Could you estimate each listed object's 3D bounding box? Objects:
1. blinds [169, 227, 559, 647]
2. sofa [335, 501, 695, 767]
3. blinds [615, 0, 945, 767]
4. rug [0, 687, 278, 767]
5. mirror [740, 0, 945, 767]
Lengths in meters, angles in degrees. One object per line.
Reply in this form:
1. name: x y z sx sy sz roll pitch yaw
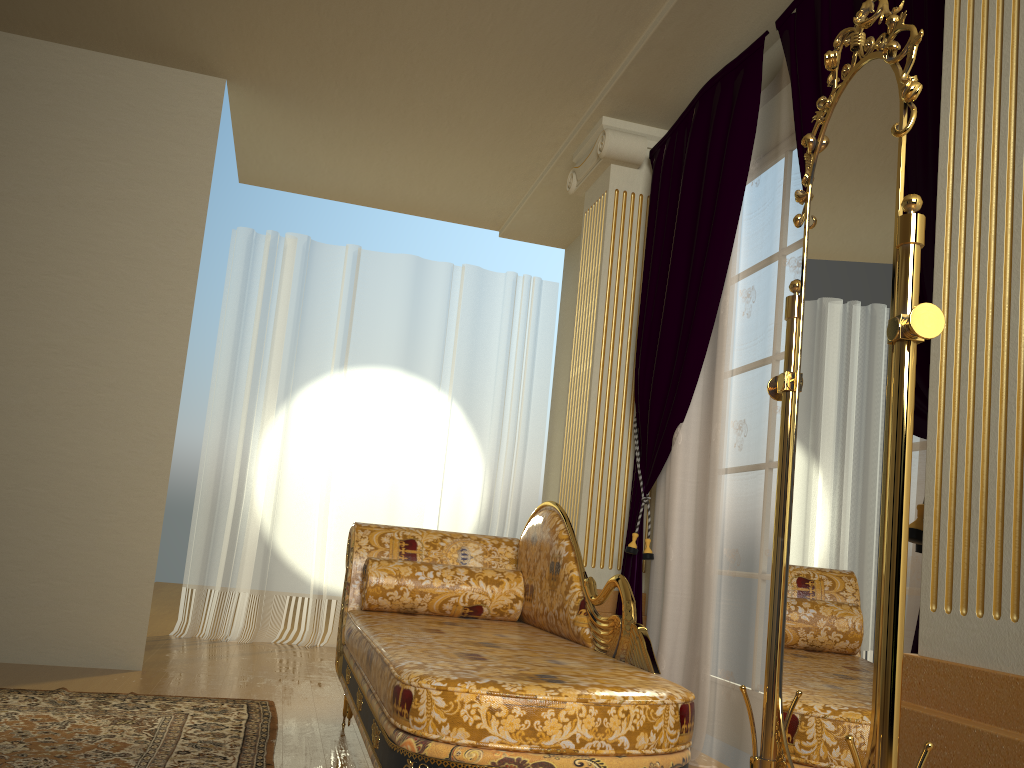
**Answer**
1. blinds: -0.837 0.388 5.507 2.170 2.483 0.165 7 -7 -12
2. sofa: -0.116 0.728 2.586 0.695 0.862 1.909 8 -10 -13
3. blinds: 0.881 0.005 2.989 0.340 2.628 2.252 7 -9 -13
4. rug: -2.138 0.870 2.112 3.085 0.017 2.134 8 -11 -14
5. mirror: 0.537 0.162 1.472 0.243 1.684 0.546 6 -7 -4
